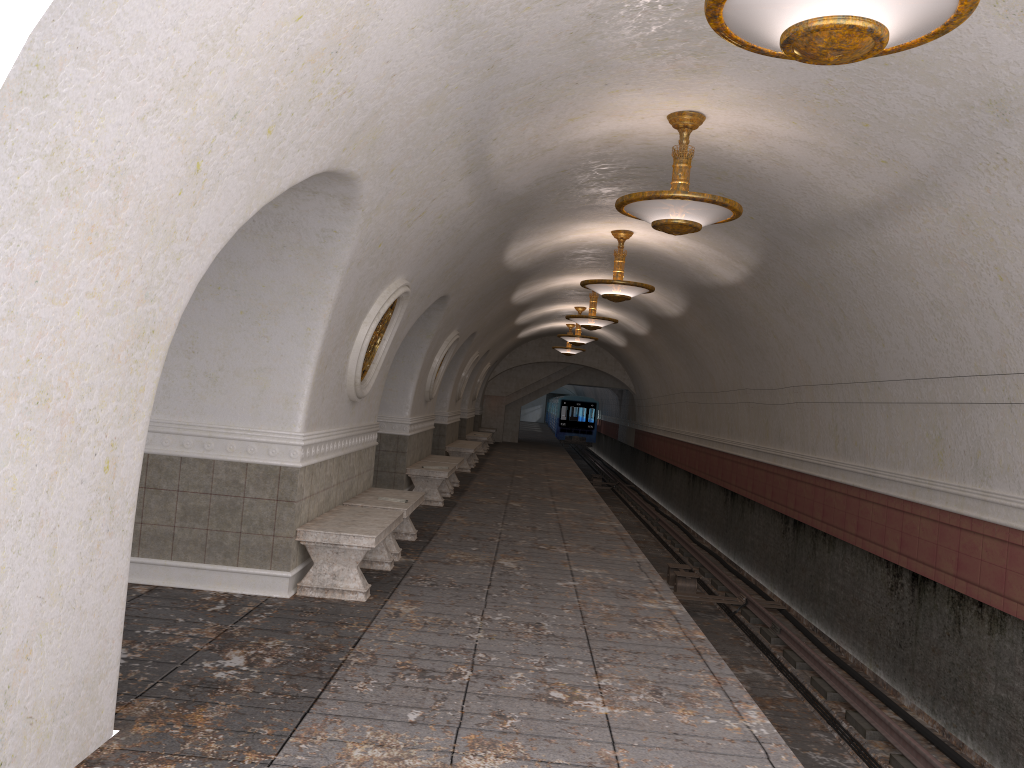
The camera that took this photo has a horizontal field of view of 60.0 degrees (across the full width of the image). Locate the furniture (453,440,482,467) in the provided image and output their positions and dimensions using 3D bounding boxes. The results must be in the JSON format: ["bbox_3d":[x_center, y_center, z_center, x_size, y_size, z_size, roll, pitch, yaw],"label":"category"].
[{"bbox_3d":[-1.078,1.641,21.128,0.613,0.508,1.509,5,-1,1],"label":"furniture"}]

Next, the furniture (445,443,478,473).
[{"bbox_3d":[-1.110,1.610,19.447,0.613,0.508,1.509,5,-1,1],"label":"furniture"}]

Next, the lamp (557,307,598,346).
[{"bbox_3d":[1.625,-1.391,21.623,1.008,0.955,1.008,5,-1,17],"label":"lamp"}]

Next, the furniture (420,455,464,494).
[{"bbox_3d":[-1.191,1.528,15.109,0.613,0.508,1.509,5,-1,1],"label":"furniture"}]

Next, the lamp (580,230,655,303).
[{"bbox_3d":[1.445,-1.572,11.969,1.008,0.955,1.008,5,-1,-15],"label":"lamp"}]

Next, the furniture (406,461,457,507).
[{"bbox_3d":[-1.222,1.497,13.428,0.613,0.508,1.509,5,-1,1],"label":"furniture"}]

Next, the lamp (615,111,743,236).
[{"bbox_3d":[1.354,-1.663,7.108,1.008,0.955,1.008,5,-1,-15],"label":"lamp"}]

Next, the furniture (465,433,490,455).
[{"bbox_3d":[-0.998,1.721,25.408,0.613,0.508,1.509,5,-1,1],"label":"furniture"}]

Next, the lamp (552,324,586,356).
[{"bbox_3d":[1.716,-1.300,26.452,1.008,0.955,1.008,6,-1,-43],"label":"lamp"}]

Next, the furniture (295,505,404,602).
[{"bbox_3d":[-1.335,1.384,7.422,0.613,0.508,1.509,5,-1,1],"label":"furniture"}]

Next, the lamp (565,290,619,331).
[{"bbox_3d":[1.535,-1.481,16.797,1.008,0.955,1.008,5,-1,17],"label":"lamp"}]

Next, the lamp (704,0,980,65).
[{"bbox_3d":[1.286,-1.731,3.455,1.008,0.955,1.008,6,-1,-43],"label":"lamp"}]

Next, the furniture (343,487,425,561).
[{"bbox_3d":[-1.303,1.416,9.103,0.613,0.508,1.509,5,-1,1],"label":"furniture"}]

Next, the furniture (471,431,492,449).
[{"bbox_3d":[-0.967,1.753,27.089,0.613,0.508,1.509,5,-1,1],"label":"furniture"}]

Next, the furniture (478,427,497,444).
[{"bbox_3d":[-0.881,1.839,31.708,0.613,0.508,1.509,5,-1,1],"label":"furniture"}]
